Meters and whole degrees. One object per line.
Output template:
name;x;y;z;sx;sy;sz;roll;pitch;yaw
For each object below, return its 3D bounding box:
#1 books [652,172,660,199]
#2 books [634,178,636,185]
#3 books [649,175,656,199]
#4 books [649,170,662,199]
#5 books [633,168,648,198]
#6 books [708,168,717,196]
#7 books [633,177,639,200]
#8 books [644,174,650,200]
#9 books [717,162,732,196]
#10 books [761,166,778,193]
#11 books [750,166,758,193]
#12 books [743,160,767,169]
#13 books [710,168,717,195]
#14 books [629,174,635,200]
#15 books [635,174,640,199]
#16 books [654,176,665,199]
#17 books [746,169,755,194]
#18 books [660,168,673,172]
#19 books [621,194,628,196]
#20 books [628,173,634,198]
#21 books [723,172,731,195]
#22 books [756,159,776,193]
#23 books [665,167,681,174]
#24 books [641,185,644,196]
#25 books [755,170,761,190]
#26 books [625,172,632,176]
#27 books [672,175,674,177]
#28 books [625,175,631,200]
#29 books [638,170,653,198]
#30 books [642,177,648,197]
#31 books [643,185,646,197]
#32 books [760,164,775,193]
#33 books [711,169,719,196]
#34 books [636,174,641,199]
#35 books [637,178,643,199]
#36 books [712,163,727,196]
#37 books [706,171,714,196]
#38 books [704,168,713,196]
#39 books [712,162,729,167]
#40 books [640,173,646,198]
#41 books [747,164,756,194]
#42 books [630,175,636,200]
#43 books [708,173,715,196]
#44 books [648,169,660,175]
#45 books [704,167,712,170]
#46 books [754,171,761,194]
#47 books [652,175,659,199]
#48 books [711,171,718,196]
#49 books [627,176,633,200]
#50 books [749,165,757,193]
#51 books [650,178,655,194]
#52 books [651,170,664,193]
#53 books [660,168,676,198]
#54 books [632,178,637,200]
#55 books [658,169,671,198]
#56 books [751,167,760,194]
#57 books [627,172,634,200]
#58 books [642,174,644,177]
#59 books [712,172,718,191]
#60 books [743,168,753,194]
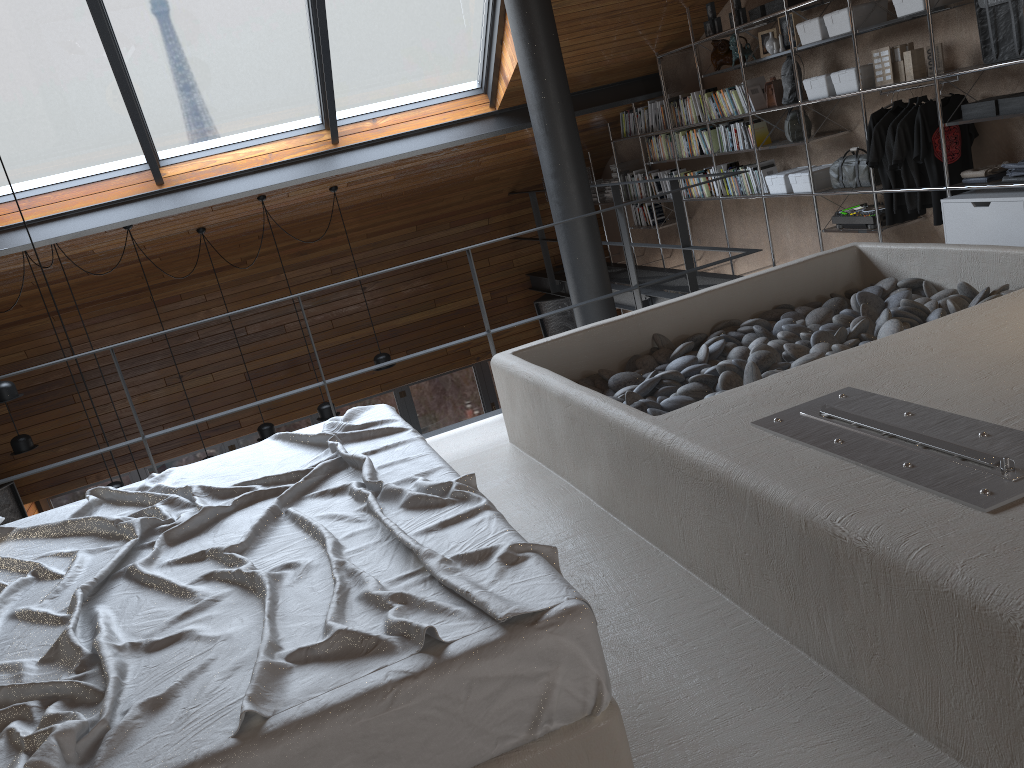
books;1.344;-1.774;7.886;0.148;0.232;0.053;-18;15;-15
books;1.223;-1.848;8.299;0.148;0.216;0.010;-18;15;-15
books;1.318;-1.783;7.973;0.133;0.219;0.058;-18;15;-15
books;1.325;-1.785;7.942;0.143;0.235;0.055;-18;15;-16
books;1.222;-1.870;8.278;0.143;0.268;0.020;-18;15;-15
books;1.640;-1.613;7.046;0.133;0.218;0.051;-18;15;-16
books;1.216;-1.846;8.311;0.146;0.210;0.018;-18;15;-15
books;1.279;-1.807;8.066;0.129;0.231;0.010;-18;15;-15
books;1.676;-1.590;6.883;0.148;0.232;0.053;-18;15;-15
books;1.880;-1.481;6.423;0.130;0.166;0.046;-18;15;-15
books;1.843;-1.515;6.536;0.148;0.189;0.053;-18;15;-15
books;1.840;-1.544;6.612;0.207;0.205;0.053;-18;15;-15
books;1.656;-1.614;7.036;0.137;0.216;0.050;-18;15;-15
books;1.196;-1.870;8.373;0.148;0.234;0.013;-18;15;-15
books;1.227;-1.842;8.238;0.148;0.234;0.013;-18;15;-15
books;1.351;-1.757;7.873;0.148;0.205;0.053;-18;15;-15
books;1.836;-1.522;6.572;0.169;0.188;0.058;-18;15;-15
books;1.390;-1.781;7.866;0.143;0.236;0.062;-18;15;-16
books;1.158;-1.854;8.574;0.217;0.013;0.161;-18;15;-15
books;1.212;-1.887;8.388;0.192;0.251;0.012;-18;15;-15
books;1.712;-1.561;6.844;0.131;0.180;0.042;-18;15;-16
books;1.869;-1.511;6.443;0.143;0.217;0.066;-18;15;-15
books;1.440;-1.765;7.763;0.148;0.232;0.053;-18;15;-15
books;1.266;-1.822;8.185;0.148;0.205;0.014;-18;15;-16
books;1.862;-1.492;6.474;0.146;0.171;0.054;-18;15;-15
books;1.193;-1.901;8.448;0.207;0.255;0.010;-18;15;-15
books;1.443;-1.700;7.587;0.111;0.197;0.043;-18;15;-15
books;1.164;-1.878;8.430;0.148;0.234;0.013;-18;15;-15
books;1.256;-1.841;8.197;0.146;0.240;0.023;-18;15;-15
books;1.277;-1.805;8.114;0.148;0.206;0.018;-18;15;-15
books;1.265;-1.805;8.124;0.130;0.208;0.010;-18;15;-15
books;1.871;-1.492;6.430;0.129;0.186;0.050;-18;15;-15
books;1.658;-1.605;6.993;0.137;0.216;0.049;-18;15;-15
books;1.236;-1.841;8.228;0.148;0.234;0.013;-18;15;-15
books;1.243;-1.821;8.218;0.143;0.199;0.019;-18;15;-15
books;1.660;-1.599;6.928;0.148;0.232;0.053;-18;15;-15
books;1.633;-1.614;7.074;0.123;0.203;0.054;-18;15;-15
books;1.633;-1.626;7.093;0.155;0.215;0.055;-18;15;-15
books;1.666;-1.610;6.961;0.143;0.236;0.062;-18;15;-16
books;1.263;-1.832;8.167;0.148;0.234;0.013;-18;15;-15
books;1.850;-1.532;6.561;0.191;0.205;0.055;-18;15;-16
books;1.206;-1.864;8.346;0.161;0.231;0.021;-18;15;-15
books;1.641;-1.606;7.060;0.126;0.197;0.047;-18;15;-15
books;1.297;-1.807;8.019;0.131;0.247;0.018;-18;15;-15
books;1.618;-1.631;7.108;0.118;0.220;0.054;-18;15;-15
books;1.846;-1.489;6.484;0.130;0.166;0.046;-18;15;-15
books;1.342;-1.771;7.901;0.141;0.221;0.055;-18;15;-15
books;1.655;-1.602;7.007;0.131;0.205;0.051;-18;15;-15
books;1.189;-1.878;8.409;0.169;0.232;0.018;-18;15;-15
books;1.859;-1.530;6.552;0.192;0.201;0.055;-18;15;-16
books;1.326;-1.778;7.958;0.136;0.212;0.051;-18;15;-15
books;1.342;-1.786;7.932;0.148;0.232;0.053;-18;15;-15
books;1.401;-1.762;7.788;0.148;0.232;0.053;-18;15;-15
books;1.201;-1.842;8.321;0.130;0.208;0.010;-18;15;-15
books;1.384;-1.770;7.832;0.148;0.232;0.053;-18;15;-15
books;1.852;-1.508;6.509;0.161;0.187;0.060;-18;15;-15
books;1.203;-1.890;8.397;0.191;0.255;0.012;-18;15;-15
books;1.274;-1.824;8.134;0.129;0.231;0.010;-18;15;-15
books;1.664;-1.591;6.981;0.138;0.191;0.049;-18;15;-15
books;1.811;-1.522;6.594;0.148;0.189;0.053;-18;15;-15
